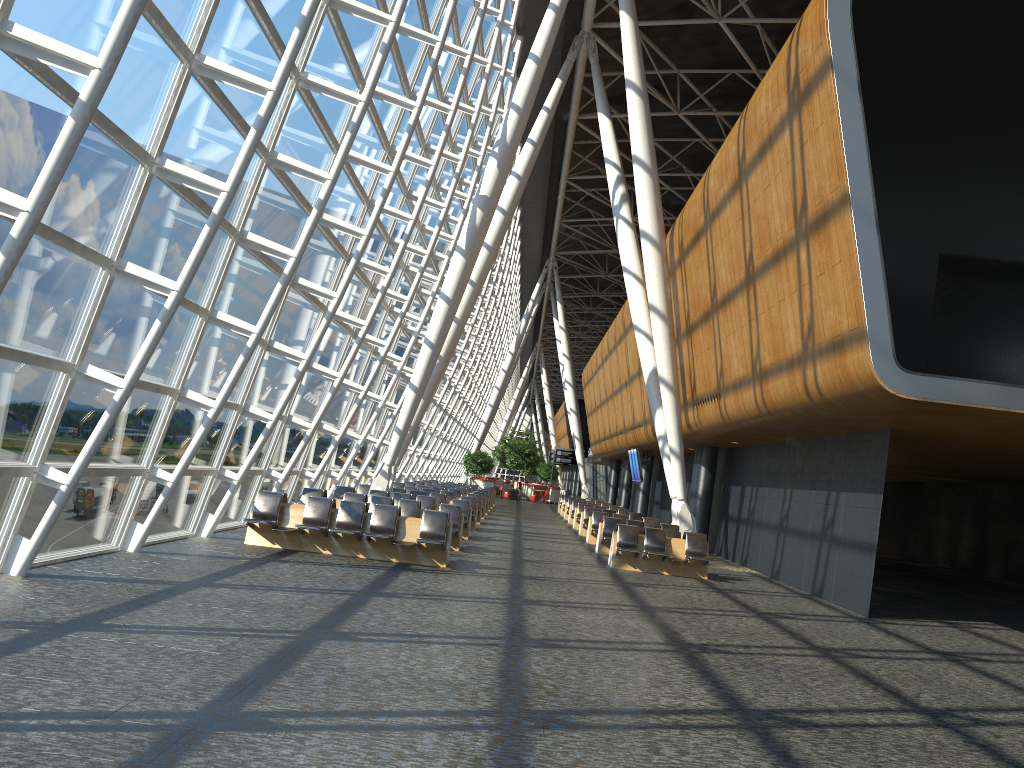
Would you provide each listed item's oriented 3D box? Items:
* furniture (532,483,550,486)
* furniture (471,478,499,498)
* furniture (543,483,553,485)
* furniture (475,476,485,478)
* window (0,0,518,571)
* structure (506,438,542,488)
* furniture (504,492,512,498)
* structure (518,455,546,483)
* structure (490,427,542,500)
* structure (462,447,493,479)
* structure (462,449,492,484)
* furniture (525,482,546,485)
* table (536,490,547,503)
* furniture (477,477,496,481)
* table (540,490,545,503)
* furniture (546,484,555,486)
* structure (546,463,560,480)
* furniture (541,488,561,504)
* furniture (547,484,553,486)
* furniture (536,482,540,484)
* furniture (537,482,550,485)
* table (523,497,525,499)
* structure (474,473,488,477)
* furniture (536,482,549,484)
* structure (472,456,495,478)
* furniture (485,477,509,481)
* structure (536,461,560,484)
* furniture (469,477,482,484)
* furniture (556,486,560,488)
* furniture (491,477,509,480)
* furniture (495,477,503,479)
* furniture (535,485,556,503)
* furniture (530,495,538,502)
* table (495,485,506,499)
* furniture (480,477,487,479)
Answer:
[{"bbox_3d":[2.097,7.978,65.633,0.894,1.006,2.819,8,-5,-31],"label":"furniture"},{"bbox_3d":[-1.749,6.414,54.570,0.894,1.006,2.819,8,-5,-31],"label":"furniture"},{"bbox_3d":[3.622,11.281,95.992,1.896,0.868,1.666,7,-4,1],"label":"furniture"},{"bbox_3d":[-2.019,9.393,83.803,3.250,0.868,1.666,7,-4,1],"label":"furniture"},{"bbox_3d":[-2.059,2.470,81.126,3.719,14.008,166.845,7,-6,1],"label":"window"},{"bbox_3d":[0.645,6.702,72.269,3.079,4.531,5.784,6,-3,23],"label":"structure"},{"bbox_3d":[-0.252,6.717,53.080,0.440,0.460,0.446,4,-3,43],"label":"furniture"},{"bbox_3d":[1.464,6.880,67.747,2.273,3.475,2.228,6,-1,13],"label":"structure"},{"bbox_3d":[0.076,5.033,56.313,3.097,4.530,5.811,7,-3,-6],"label":"structure"},{"bbox_3d":[-2.225,5.510,55.890,1.928,2.967,1.858,7,-1,-25],"label":"structure"},{"bbox_3d":[-2.173,5.320,52.987,1.744,2.778,1.770,8,-2,-42],"label":"structure"},{"bbox_3d":[1.797,8.315,69.342,0.884,1.007,2.851,5,-5,43],"label":"furniture"},{"bbox_3d":[1.700,6.878,53.852,0.796,0.749,0.804,6,-3,17],"label":"table"},{"bbox_3d":[-1.684,7.174,62.065,0.894,1.006,2.819,8,-5,-31],"label":"furniture"},{"bbox_3d":[1.838,7.048,55.381,0.796,0.749,0.804,6,-3,17],"label":"table"},{"bbox_3d":[3.543,10.368,86.993,1.896,0.868,1.666,7,-4,1],"label":"furniture"},{"bbox_3d":[2.992,7.991,74.608,1.896,2.994,1.925,8,-2,-42],"label":"structure"},{"bbox_3d":[2.517,6.982,55.222,0.886,1.006,2.846,6,-5,13],"label":"furniture"},{"bbox_3d":[2.825,8.714,72.113,0.889,1.006,2.838,7,-5,-1],"label":"furniture"},{"bbox_3d":[3.674,11.890,101.992,1.896,0.868,1.666,7,-4,1],"label":"furniture"},{"bbox_3d":[3.648,11.586,98.992,1.896,0.868,1.666,7,-4,1],"label":"furniture"},{"bbox_3d":[0.816,7.308,59.172,0.801,0.749,0.799,7,-3,-13],"label":"table"},{"bbox_3d":[-2.308,6.337,63.448,1.768,2.812,1.795,8,-2,-42],"label":"structure"},{"bbox_3d":[3.700,12.194,104.992,1.896,0.868,1.666,7,-4,1],"label":"furniture"},{"bbox_3d":[-2.104,6.009,60.129,1.795,2.850,1.822,8,-2,-42],"label":"structure"},{"bbox_3d":[-1.191,8.400,73.696,0.884,1.007,2.851,5,-5,43],"label":"furniture"},{"bbox_3d":[2.568,7.005,64.206,1.744,2.778,1.770,8,-2,-42],"label":"structure"},{"bbox_3d":[-2.234,6.649,57.487,0.886,1.006,2.846,6,-5,13],"label":"furniture"},{"bbox_3d":[3.491,9.760,80.993,1.896,0.868,1.666,7,-4,1],"label":"furniture"},{"bbox_3d":[-1.915,10.610,95.802,3.250,0.868,1.666,7,-4,1],"label":"furniture"},{"bbox_3d":[-1.863,11.219,101.802,3.250,0.868,1.666,7,-4,1],"label":"furniture"},{"bbox_3d":[2.032,7.217,58.139,0.894,1.006,2.819,8,-5,-31],"label":"furniture"},{"bbox_3d":[1.314,6.944,53.501,0.441,0.460,0.445,6,-3,13],"label":"furniture"},{"bbox_3d":[-0.698,6.539,53.290,0.803,0.749,0.796,8,-3,-28],"label":"table"},{"bbox_3d":[-2.169,7.410,64.982,0.886,1.006,2.846,6,-5,13],"label":"furniture"}]
